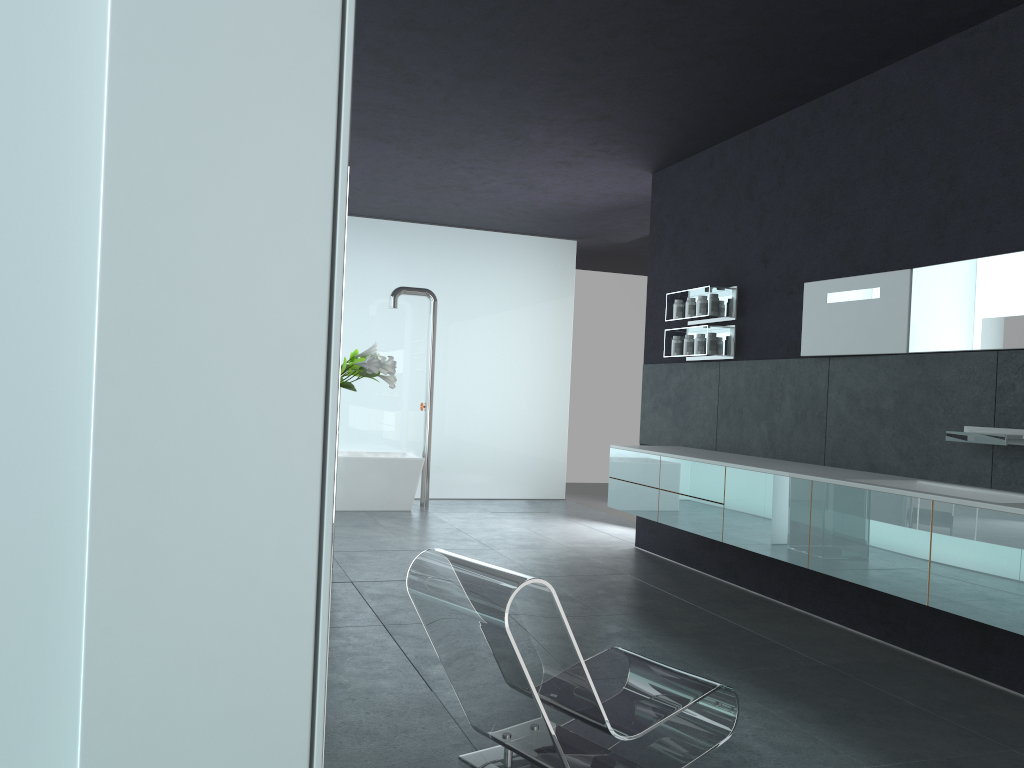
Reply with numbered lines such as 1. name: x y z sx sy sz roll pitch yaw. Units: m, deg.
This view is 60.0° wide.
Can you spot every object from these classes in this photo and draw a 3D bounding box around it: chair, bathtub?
1. chair: 0.268 1.108 3.558 1.262 0.871 0.628 3 0 -38
2. bathtub: -2.173 1.104 11.128 1.978 0.859 0.960 3 0 -19

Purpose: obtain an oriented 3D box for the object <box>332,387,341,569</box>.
1. object: -1.795 0.753 7.399 0.585 1.491 0.575 2 0 -19

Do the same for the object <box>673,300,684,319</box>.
1. object: 1.508 -0.668 8.024 0.096 0.184 0.067 2 0 -28

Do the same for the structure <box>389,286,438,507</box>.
1. structure: -1.319 0.193 11.401 0.643 2.872 0.123 2 1 -20

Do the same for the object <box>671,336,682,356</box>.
1. object: 1.493 -0.341 8.027 0.096 0.184 0.067 2 0 -28

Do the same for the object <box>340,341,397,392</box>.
1. object: -1.450 -0.002 7.340 1.024 0.779 0.974 3 0 -27

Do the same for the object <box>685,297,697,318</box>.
1. object: 1.578 -0.668 7.821 0.096 0.184 0.067 3 0 -10

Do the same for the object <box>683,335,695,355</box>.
1. object: 1.563 -0.340 7.824 0.096 0.184 0.067 3 0 -10

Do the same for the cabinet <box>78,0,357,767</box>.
1. cabinet: -1.482 0.010 4.343 0.398 2.216 6.002 2 0 -19

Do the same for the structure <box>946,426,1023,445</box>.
1. structure: 2.626 0.284 4.899 0.186 0.088 0.482 3 -1 -19

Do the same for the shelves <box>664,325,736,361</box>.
1. shelves: 1.632 -0.361 7.778 0.265 0.285 0.769 3 -1 -19

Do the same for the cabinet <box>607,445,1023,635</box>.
1. cabinet: 2.133 0.847 5.437 0.734 0.556 5.581 3 -1 -19

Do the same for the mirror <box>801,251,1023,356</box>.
1. mirror: 2.811 -0.458 4.712 0.109 0.532 3.721 2 -1 -21

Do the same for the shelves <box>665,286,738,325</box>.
1. shelves: 1.647 -0.688 7.775 0.265 0.285 0.769 3 -1 -19

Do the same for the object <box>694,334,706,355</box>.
1. object: 1.625 -0.340 7.646 0.096 0.184 0.067 2 0 -21

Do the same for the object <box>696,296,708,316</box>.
1. object: 1.640 -0.667 7.643 0.096 0.184 0.067 2 0 -21
